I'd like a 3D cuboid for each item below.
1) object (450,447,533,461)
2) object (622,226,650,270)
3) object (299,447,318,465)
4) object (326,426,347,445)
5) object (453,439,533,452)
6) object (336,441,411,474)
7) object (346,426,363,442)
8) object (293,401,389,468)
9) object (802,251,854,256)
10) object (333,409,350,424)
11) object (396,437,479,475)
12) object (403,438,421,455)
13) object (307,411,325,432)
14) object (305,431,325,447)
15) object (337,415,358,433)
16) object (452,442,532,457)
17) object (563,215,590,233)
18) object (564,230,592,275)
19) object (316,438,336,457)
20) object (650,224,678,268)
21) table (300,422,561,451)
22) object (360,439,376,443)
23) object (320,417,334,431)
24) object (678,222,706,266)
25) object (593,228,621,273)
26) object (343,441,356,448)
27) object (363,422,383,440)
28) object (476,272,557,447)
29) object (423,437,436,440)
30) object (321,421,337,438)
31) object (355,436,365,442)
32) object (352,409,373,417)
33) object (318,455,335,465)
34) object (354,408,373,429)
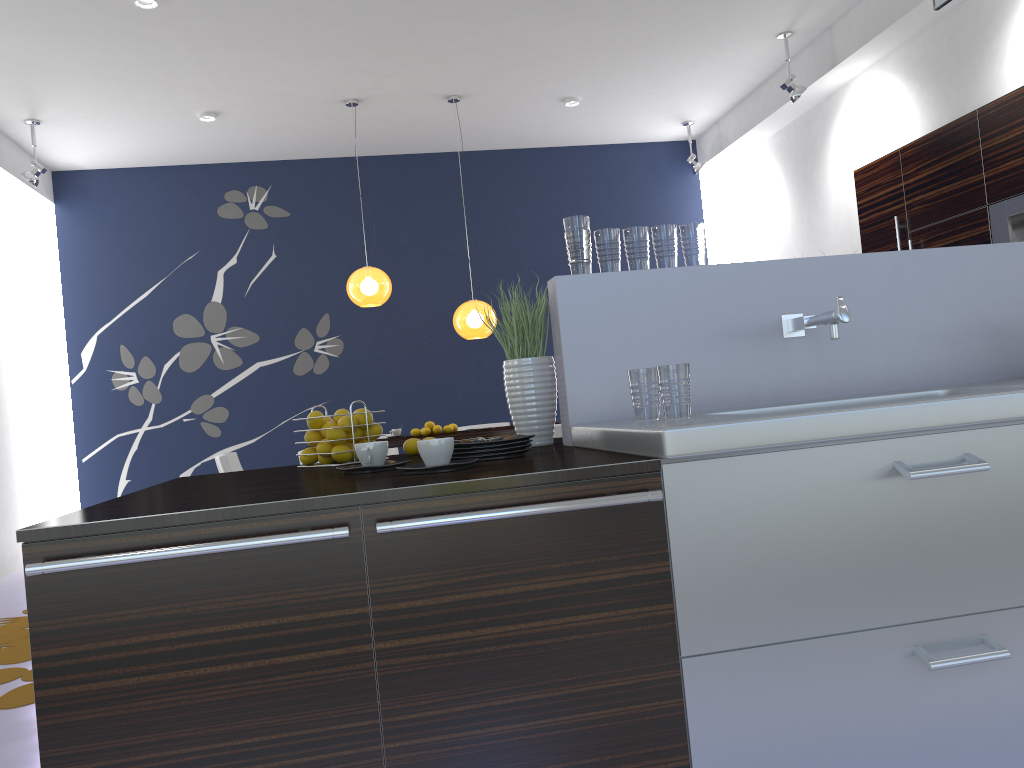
[{"bbox_3d":[-0.066,0.171,2.135,0.232,0.020,0.232,-6,-1,-1],"label":"object"},{"bbox_3d":[0.340,-0.362,2.407,0.072,0.119,0.071,-6,-1,30],"label":"object"},{"bbox_3d":[-0.582,0.209,2.560,0.053,0.052,0.062,-6,-1,30],"label":"object"},{"bbox_3d":[-0.489,0.144,2.470,0.053,0.055,0.060,-6,-1,34],"label":"object"},{"bbox_3d":[-0.068,0.152,2.136,0.232,0.020,0.232,-5,-1,-6],"label":"object"},{"bbox_3d":[-0.327,0.172,2.081,0.153,0.069,0.153,-5,-1,-36],"label":"object"},{"bbox_3d":[-0.458,0.140,2.541,0.064,0.053,0.051,-5,-1,-7],"label":"object"},{"bbox_3d":[-0.496,0.142,2.559,0.189,0.174,0.207,-4,-2,-45],"label":"object"},{"bbox_3d":[0.897,-0.155,2.694,0.269,0.502,0.247,-5,-1,-9],"label":"object"},{"bbox_3d":[-0.490,0.098,2.561,0.051,0.053,0.063,-5,-1,-8],"label":"object"},{"bbox_3d":[-0.158,0.151,1.868,0.153,0.069,0.153,-6,-1,24],"label":"object"},{"bbox_3d":[-0.290,0.186,2.625,0.063,0.051,0.053,-5,-1,-6],"label":"object"},{"bbox_3d":[-0.559,0.106,2.531,0.050,0.060,0.059,-5,-1,-10],"label":"object"},{"bbox_3d":[-0.566,0.156,2.546,0.053,0.054,0.061,-6,-1,37],"label":"object"},{"bbox_3d":[-0.462,0.114,2.500,0.053,0.051,0.063,-6,-1,36],"label":"object"},{"bbox_3d":[-0.067,0.162,2.136,0.232,0.020,0.232,-6,-1,-1],"label":"object"},{"bbox_3d":[0.177,-0.386,2.381,0.072,0.119,0.071,-6,-1,30],"label":"object"},{"bbox_3d":[0.181,-0.347,2.380,0.072,0.119,0.071,-6,-1,30],"label":"object"},{"bbox_3d":[-0.521,0.179,2.497,0.052,0.053,0.062,-6,-1,27],"label":"object"},{"bbox_3d":[0.419,-0.370,2.421,0.072,0.119,0.071,-6,-1,30],"label":"object"},{"bbox_3d":[-0.581,0.798,7.085,2.046,0.783,1.127,-5,-1,-10],"label":"table"},{"bbox_3d":[-0.413,0.185,2.572,0.060,0.057,0.052,-5,-1,-8],"label":"object"},{"bbox_3d":[-0.548,0.120,2.597,0.051,0.053,0.063,-6,-1,3],"label":"object"},{"bbox_3d":[0.498,-0.377,2.434,0.071,0.119,0.072,-7,-2,40],"label":"object"},{"bbox_3d":[0.260,-0.355,2.394,0.072,0.119,0.071,-6,-1,30],"label":"object"},{"bbox_3d":[-0.475,0.191,2.565,0.057,0.060,0.052,-5,-1,-4],"label":"object"},{"bbox_3d":[-0.403,0.137,2.559,0.053,0.051,0.063,-5,-2,-41],"label":"object"},{"bbox_3d":[0.028,-0.074,2.522,0.247,0.502,0.269,-6,-1,33],"label":"object"},{"bbox_3d":[-0.242,0.180,2.584,0.053,0.051,0.063,-5,-2,-41],"label":"object"},{"bbox_3d":[-0.518,0.132,2.531,0.055,0.051,0.061,-5,-1,-15],"label":"object"},{"bbox_3d":[-0.451,0.144,2.597,0.062,0.053,0.052,-5,-2,-38],"label":"object"},{"bbox_3d":[-0.437,0.097,2.589,0.063,0.051,0.053,-6,-2,38],"label":"object"},{"bbox_3d":[-0.527,0.205,2.539,0.050,0.055,0.061,-6,-1,36],"label":"object"},{"bbox_3d":[-0.425,0.099,2.538,0.052,0.060,0.057,-5,-1,-21],"label":"object"}]
